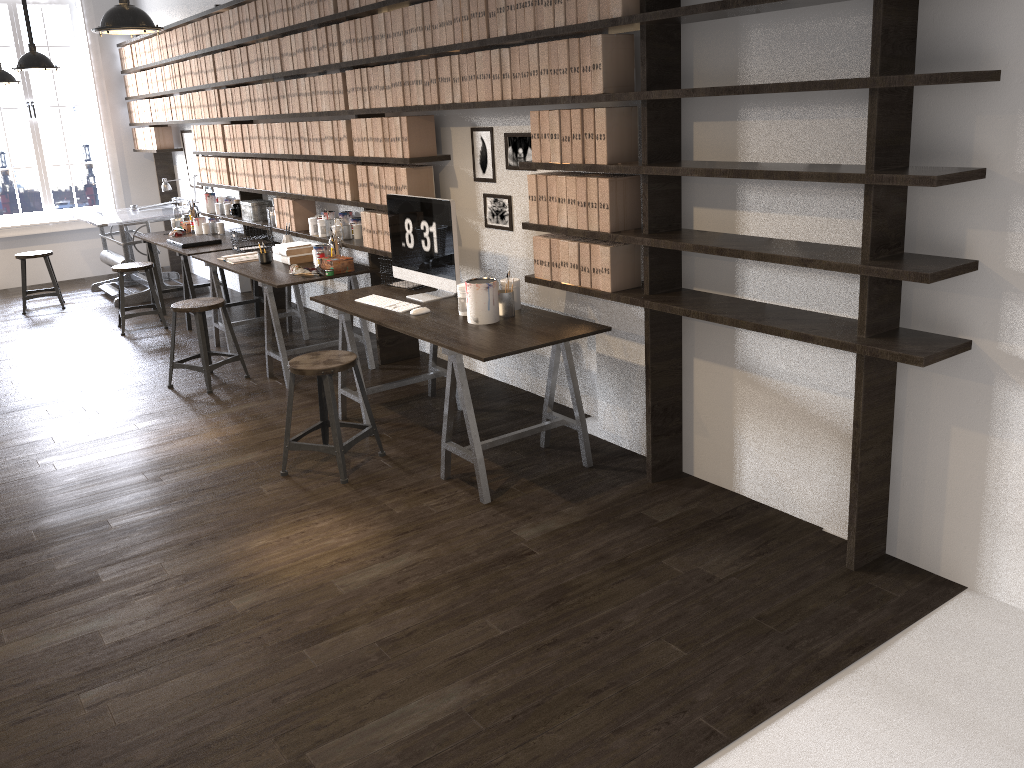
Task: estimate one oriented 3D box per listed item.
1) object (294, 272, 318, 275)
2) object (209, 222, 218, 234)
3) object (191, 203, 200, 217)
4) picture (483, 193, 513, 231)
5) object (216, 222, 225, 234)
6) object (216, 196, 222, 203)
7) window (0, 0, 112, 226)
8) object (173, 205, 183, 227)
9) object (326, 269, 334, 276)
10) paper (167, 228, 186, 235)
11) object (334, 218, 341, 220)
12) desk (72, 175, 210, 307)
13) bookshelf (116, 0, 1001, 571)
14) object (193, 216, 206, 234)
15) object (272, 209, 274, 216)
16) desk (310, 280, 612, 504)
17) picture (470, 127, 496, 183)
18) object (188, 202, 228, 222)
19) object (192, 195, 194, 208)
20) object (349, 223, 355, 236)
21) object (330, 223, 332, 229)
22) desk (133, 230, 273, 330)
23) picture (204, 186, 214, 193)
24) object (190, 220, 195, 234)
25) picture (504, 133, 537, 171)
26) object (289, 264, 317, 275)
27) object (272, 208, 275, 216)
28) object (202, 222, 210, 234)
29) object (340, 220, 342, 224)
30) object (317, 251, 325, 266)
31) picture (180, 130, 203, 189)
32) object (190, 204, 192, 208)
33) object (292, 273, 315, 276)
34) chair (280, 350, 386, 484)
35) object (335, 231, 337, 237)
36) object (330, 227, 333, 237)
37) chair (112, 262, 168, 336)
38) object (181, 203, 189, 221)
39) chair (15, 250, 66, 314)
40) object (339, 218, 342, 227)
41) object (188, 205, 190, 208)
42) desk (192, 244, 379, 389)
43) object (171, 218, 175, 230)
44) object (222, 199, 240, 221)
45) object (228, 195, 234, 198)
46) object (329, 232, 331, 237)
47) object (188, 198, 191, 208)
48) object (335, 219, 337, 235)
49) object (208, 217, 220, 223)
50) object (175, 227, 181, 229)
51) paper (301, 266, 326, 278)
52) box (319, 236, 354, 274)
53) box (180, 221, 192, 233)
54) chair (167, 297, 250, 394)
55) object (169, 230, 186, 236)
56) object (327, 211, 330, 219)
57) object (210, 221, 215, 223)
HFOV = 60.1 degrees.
[{"bbox_3d":[-1.245,-0.669,5.365,0.172,0.017,0.011,4,17,23],"label":"object"},{"bbox_3d":[-2.547,-1.328,7.554,0.062,0.092,0.064,1,16,14],"label":"object"},{"bbox_3d":[-2.850,-1.515,7.980,0.068,0.227,0.069,-15,19,-36],"label":"object"},{"bbox_3d":[-0.070,-0.908,4.670,0.023,0.181,0.253,-13,19,-33],"label":"picture"},{"bbox_3d":[-2.481,-1.329,7.544,0.062,0.093,0.062,1,16,14],"label":"object"},{"bbox_3d":[-2.644,-1.629,8.019,0.051,0.138,0.050,-14,19,-36],"label":"object"},{"bbox_3d":[-5.005,-2.834,9.225,1.252,2.280,0.154,-14,18,-34],"label":"window"},{"bbox_3d":[-2.976,-1.481,7.894,0.068,0.227,0.069,-15,19,-36],"label":"object"},{"bbox_3d":[-1.093,-0.669,5.308,0.049,0.037,0.049,-13,19,-30],"label":"object"},{"bbox_3d":[-2.950,-1.334,7.740,0.156,0.038,0.139,11,22,38],"label":"paper"},{"bbox_3d":[-1.182,-1.066,6.022,0.045,0.126,0.045,-8,16,-16],"label":"object"},{"bbox_3d":[-3.568,-1.448,8.652,1.077,1.084,1.279,-14,20,-33],"label":"desk"},{"bbox_3d":[-1.312,-1.170,6.287,0.375,3.165,9.250,-13,20,-33],"label":"bookshelf"},{"bbox_3d":[-2.691,-1.370,7.649,0.105,0.140,0.105,-17,21,-40],"label":"object"},{"bbox_3d":[-1.833,-1.287,6.819,0.004,0.125,0.028,-14,18,-35],"label":"object"},{"bbox_3d":[-0.310,-0.034,4.326,0.659,0.661,1.682,-14,20,-33],"label":"desk"},{"bbox_3d":[-0.148,-1.212,4.682,0.022,0.281,0.203,-13,19,-34],"label":"picture"},{"bbox_3d":[-2.676,-1.515,7.815,0.345,0.144,0.078,-7,16,-12],"label":"object"},{"bbox_3d":[-2.799,-1.543,7.779,0.021,0.225,0.007,-9,16,-22],"label":"object"},{"bbox_3d":[-1.057,-1.014,5.869,0.045,0.101,0.044,-17,21,-42],"label":"object"},{"bbox_3d":[-1.099,-0.887,5.435,0.007,0.211,0.055,-11,17,-27],"label":"object"},{"bbox_3d":[-2.581,-0.888,7.427,0.659,0.661,1.682,-14,20,-33],"label":"desk"},{"bbox_3d":[-2.947,-1.938,8.616,0.023,0.181,0.253,-13,19,-33],"label":"picture"},{"bbox_3d":[-2.761,-1.363,7.683,0.049,0.110,0.050,-15,19,-37],"label":"object"},{"bbox_3d":[0.045,-1.158,4.410,0.023,0.181,0.253,-13,19,-33],"label":"picture"},{"bbox_3d":[-1.302,-0.706,5.454,0.197,0.050,0.134,5,19,25],"label":"object"},{"bbox_3d":[-1.828,-1.294,6.817,0.041,0.123,0.008,11,21,42],"label":"object"},{"bbox_3d":[-2.615,-1.331,7.574,0.062,0.093,0.062,-2,16,5],"label":"object"},{"bbox_3d":[-1.119,-1.034,5.877,0.036,0.118,0.005,-15,19,-37],"label":"object"},{"bbox_3d":[-1.193,-0.773,5.543,0.049,0.110,0.050,-12,18,-30],"label":"object"},{"bbox_3d":[-3.204,-2.250,8.874,0.040,0.567,0.418,-13,19,-33],"label":"picture"},{"bbox_3d":[-2.799,-1.504,7.779,0.005,0.150,0.045,4,17,24],"label":"object"},{"bbox_3d":[-1.253,-0.667,5.366,0.157,0.006,0.006,-8,17,-14],"label":"object"},{"bbox_3d":[-0.849,0.139,4.112,0.359,0.521,0.376,4,17,23],"label":"chair"},{"bbox_3d":[-1.072,-0.858,5.428,0.005,0.155,0.006,2,16,18],"label":"object"},{"bbox_3d":[-1.090,-0.871,5.422,0.008,0.184,0.072,-1,15,7],"label":"object"},{"bbox_3d":[-3.015,-0.699,7.141,0.360,0.521,0.375,-11,18,-25],"label":"chair"},{"bbox_3d":[-2.918,-1.501,7.933,0.068,0.234,0.069,-15,19,-36],"label":"object"},{"bbox_3d":[-4.350,-0.944,8.149,0.360,0.521,0.375,-11,18,-25],"label":"chair"},{"bbox_3d":[-1.128,-1.033,5.876,0.030,0.133,0.004,-15,19,-38],"label":"object"},{"bbox_3d":[-2.819,-1.507,7.779,0.037,0.151,0.005,-15,19,-38],"label":"object"},{"bbox_3d":[-1.555,-0.502,6.026,0.659,0.661,1.682,-14,20,-33],"label":"desk"},{"bbox_3d":[-3.024,-1.435,7.958,0.068,0.103,0.069,-12,18,-29],"label":"object"},{"bbox_3d":[-2.410,-1.512,7.682,0.107,0.159,0.239,3,18,20],"label":"object"},{"bbox_3d":[-2.574,-1.661,8.112,0.070,0.129,0.071,0,16,12],"label":"object"},{"bbox_3d":[-1.099,-0.860,5.430,0.038,0.151,0.008,1,15,14],"label":"object"},{"bbox_3d":[-2.815,-1.529,7.765,0.007,0.211,0.055,-3,15,1],"label":"object"},{"bbox_3d":[-1.077,-0.894,5.426,0.020,0.225,0.007,-4,15,-3],"label":"object"},{"bbox_3d":[-2.576,-1.377,7.671,0.094,0.126,0.095,-12,18,-30],"label":"object"},{"bbox_3d":[-2.963,-1.373,7.863,0.049,0.037,0.049,-16,21,-36],"label":"object"},{"bbox_3d":[-1.208,-0.679,5.362,0.138,0.038,0.157,-9,18,-19],"label":"paper"},{"bbox_3d":[-1.079,-0.792,5.412,0.138,0.204,0.213,-14,19,-33],"label":"box"},{"bbox_3d":[-2.835,-1.396,7.831,0.138,0.082,0.213,-15,20,-33],"label":"box"},{"bbox_3d":[-1.924,-0.252,5.536,0.372,0.521,0.362,5,18,27],"label":"chair"},{"bbox_3d":[-2.891,-1.304,7.623,0.132,0.050,0.199,-5,17,-5],"label":"object"},{"bbox_3d":[-1.241,-1.099,6.057,0.030,0.166,0.004,-7,15,-12],"label":"object"},{"bbox_3d":[-2.564,-1.345,7.608,0.044,0.100,0.045,-14,19,-34],"label":"object"}]
